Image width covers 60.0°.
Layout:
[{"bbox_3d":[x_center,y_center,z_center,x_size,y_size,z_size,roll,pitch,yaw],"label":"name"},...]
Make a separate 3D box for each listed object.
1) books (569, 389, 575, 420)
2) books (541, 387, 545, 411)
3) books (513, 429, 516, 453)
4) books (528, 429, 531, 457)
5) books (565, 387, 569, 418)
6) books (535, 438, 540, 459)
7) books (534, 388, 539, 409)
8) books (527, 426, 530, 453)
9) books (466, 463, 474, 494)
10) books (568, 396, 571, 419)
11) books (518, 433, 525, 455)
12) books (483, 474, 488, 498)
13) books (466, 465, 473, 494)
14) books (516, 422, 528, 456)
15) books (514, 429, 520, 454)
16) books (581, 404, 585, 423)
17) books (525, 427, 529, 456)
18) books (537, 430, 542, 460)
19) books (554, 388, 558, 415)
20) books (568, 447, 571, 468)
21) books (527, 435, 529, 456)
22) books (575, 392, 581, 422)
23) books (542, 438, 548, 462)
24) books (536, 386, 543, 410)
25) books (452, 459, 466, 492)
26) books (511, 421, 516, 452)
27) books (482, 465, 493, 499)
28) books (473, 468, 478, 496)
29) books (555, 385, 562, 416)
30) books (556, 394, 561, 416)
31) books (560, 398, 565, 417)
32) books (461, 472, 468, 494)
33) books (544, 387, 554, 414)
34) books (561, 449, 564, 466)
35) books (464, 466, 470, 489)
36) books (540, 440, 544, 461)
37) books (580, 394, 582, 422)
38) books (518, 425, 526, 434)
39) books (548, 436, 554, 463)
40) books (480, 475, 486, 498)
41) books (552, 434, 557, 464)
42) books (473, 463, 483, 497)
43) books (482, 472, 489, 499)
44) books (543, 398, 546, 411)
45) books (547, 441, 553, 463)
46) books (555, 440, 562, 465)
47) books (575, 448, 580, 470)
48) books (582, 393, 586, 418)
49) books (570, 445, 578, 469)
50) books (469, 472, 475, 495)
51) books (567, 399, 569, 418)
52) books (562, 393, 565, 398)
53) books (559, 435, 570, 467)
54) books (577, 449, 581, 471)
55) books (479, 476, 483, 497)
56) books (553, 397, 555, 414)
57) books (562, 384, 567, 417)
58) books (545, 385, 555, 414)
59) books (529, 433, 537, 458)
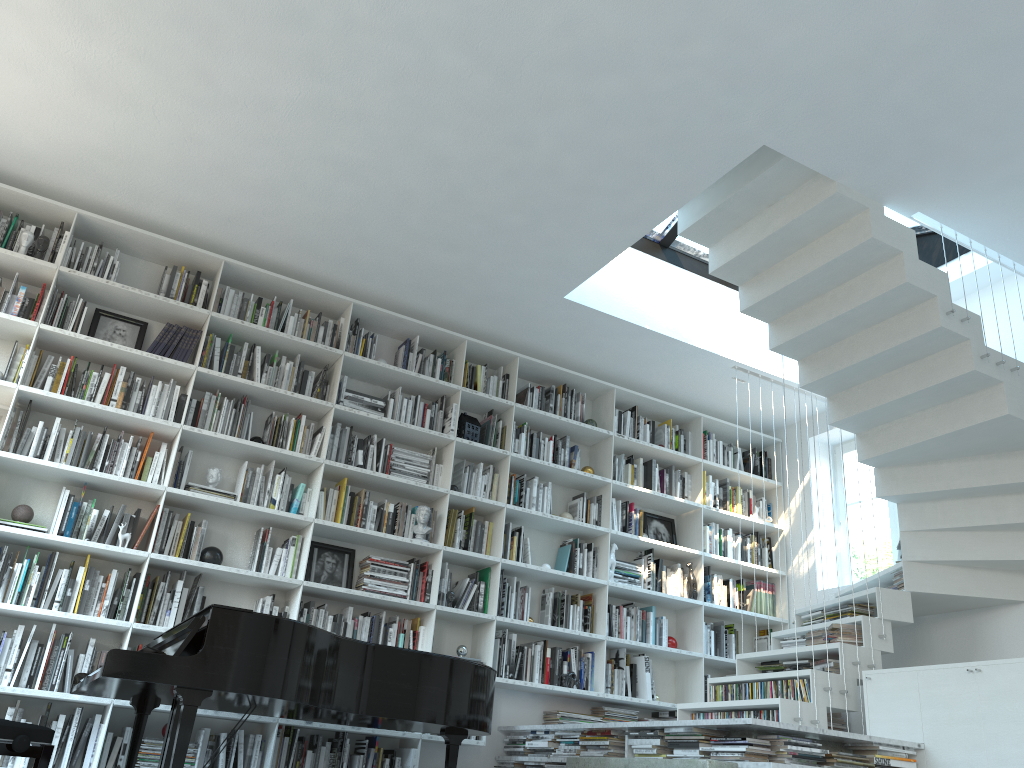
[{"bbox_3d":[0.409,0.204,6.633,0.008,0.305,0.183,17,-27,-25],"label":"books"},{"bbox_3d":[0.185,0.164,6.527,0.021,0.255,0.169,17,-27,-25],"label":"books"},{"bbox_3d":[-0.019,0.452,6.295,0.012,0.238,0.139,17,-27,-25],"label":"books"},{"bbox_3d":[0.092,0.472,6.363,0.013,0.275,0.133,17,-27,-25],"label":"books"},{"bbox_3d":[0.362,0.187,6.594,0.015,0.298,0.184,17,-27,-25],"label":"books"},{"bbox_3d":[0.144,0.512,6.377,0.028,0.222,0.142,17,-27,-25],"label":"books"},{"bbox_3d":[0.136,0.162,6.497,0.028,0.225,0.164,17,-27,-25],"label":"books"},{"bbox_3d":[0.082,0.457,6.355,0.021,0.294,0.139,17,-27,-25],"label":"books"},{"bbox_3d":[-0.313,0.684,6.022,0.019,0.274,0.146,17,-27,-25],"label":"books"},{"bbox_3d":[0.388,0.228,6.622,0.024,0.251,0.150,17,-27,-25],"label":"books"},{"bbox_3d":[0.031,0.470,6.288,0.026,0.207,0.181,17,-27,-25],"label":"books"},{"bbox_3d":[-0.223,0.736,6.040,0.029,0.210,0.158,17,-27,-25],"label":"books"},{"bbox_3d":[-0.327,0.691,6.010,0.028,0.249,0.165,17,-27,-25],"label":"books"},{"bbox_3d":[0.057,0.437,6.330,0.014,0.305,0.153,17,-27,-25],"label":"books"},{"bbox_3d":[0.001,0.453,6.299,0.026,0.242,0.148,17,-27,-25],"label":"books"},{"bbox_3d":[0.488,0.274,6.652,0.014,0.208,0.188,17,-27,-25],"label":"books"},{"bbox_3d":[0.066,0.458,6.326,0.010,0.267,0.166,17,-27,-25],"label":"books"},{"bbox_3d":[0.165,0.489,6.395,0.013,0.283,0.155,17,-27,-25],"label":"books"},{"bbox_3d":[0.286,0.185,6.588,0.007,0.283,0.160,17,-27,-25],"label":"books"},{"bbox_3d":[0.369,0.580,6.467,0.030,0.212,0.157,17,-27,-25],"label":"books"},{"bbox_3d":[0.070,0.478,6.332,0.012,0.234,0.166,17,-27,-25],"label":"books"},{"bbox_3d":[0.457,0.224,6.655,0.013,0.295,0.189,17,-27,-25],"label":"books"},{"bbox_3d":[0.207,0.518,6.392,0.023,0.235,0.149,17,-27,-25],"label":"books"},{"bbox_3d":[0.163,0.156,6.515,0.030,0.254,0.161,17,-27,-25],"label":"books"},{"bbox_3d":[-0.371,0.664,6.002,0.019,0.284,0.160,17,-27,-25],"label":"books"},{"bbox_3d":[-0.030,0.420,6.283,0.012,0.283,0.160,17,-27,-25],"label":"books"},{"bbox_3d":[-0.193,0.711,6.079,0.028,0.292,0.155,17,-27,-25],"label":"books"},{"bbox_3d":[-0.289,0.707,6.020,0.023,0.235,0.179,17,-27,-25],"label":"books"},{"bbox_3d":[0.315,0.175,6.593,0.006,0.311,0.179,17,-27,-25],"label":"books"},{"bbox_3d":[0.304,0.207,6.567,0.018,0.230,0.160,17,-27,-25],"label":"books"},{"bbox_3d":[0.329,0.223,6.563,0.018,0.200,0.189,17,-27,-25],"label":"books"},{"bbox_3d":[-0.353,0.705,5.969,0.028,0.184,0.182,17,-27,-25],"label":"books"},{"bbox_3d":[0.244,0.170,6.532,0.028,0.257,0.185,17,-27,-25],"label":"books"},{"bbox_3d":[0.318,0.578,6.435,0.027,0.181,0.176,17,-27,-25],"label":"books"},{"bbox_3d":[-0.344,0.691,6.005,0.024,0.241,0.160,17,-27,-25],"label":"books"},{"bbox_3d":[0.180,0.525,6.387,0.025,0.215,0.144,17,-27,-25],"label":"books"},{"bbox_3d":[0.468,0.233,6.650,0.008,0.277,0.181,17,-27,-25],"label":"books"},{"bbox_3d":[0.042,0.446,6.324,0.011,0.282,0.173,17,-27,-25],"label":"books"},{"bbox_3d":[0.251,0.519,6.419,0.012,0.263,0.157,17,-27,-25],"label":"books"},{"bbox_3d":[-0.242,0.736,6.027,0.027,0.195,0.185,17,-27,-25],"label":"books"},{"bbox_3d":[0.272,0.522,6.446,0.012,0.283,0.160,17,-27,-25],"label":"books"},{"bbox_3d":[-0.262,0.686,6.017,0.028,0.274,0.187,17,-27,-25],"label":"books"},{"bbox_3d":[-0.209,0.732,6.058,0.024,0.233,0.150,17,-27,-25],"label":"books"},{"bbox_3d":[0.196,0.206,6.539,0.031,0.189,0.133,17,-27,-25],"label":"books"},{"bbox_3d":[0.232,0.531,6.383,0.021,0.208,0.181,17,-27,-25],"label":"books"},{"bbox_3d":[0.298,0.543,6.431,0.030,0.237,0.186,17,-27,-25],"label":"books"},{"bbox_3d":[0.426,0.595,6.492,0.048,0.215,0.183,17,-27,-25],"label":"books"},{"bbox_3d":[0.500,0.233,6.677,0.006,0.305,0.164,17,-27,-25],"label":"books"},{"bbox_3d":[0.412,0.577,6.479,0.054,0.234,0.172,17,-27,-25],"label":"books"},{"bbox_3d":[-0.306,0.717,6.012,0.023,0.206,0.171,17,-27,-25],"label":"books"},{"bbox_3d":[0.375,0.213,6.621,0.008,0.273,0.163,17,-27,-25],"label":"books"},{"bbox_3d":[0.335,0.209,6.590,0.008,0.250,0.170,17,-27,-25],"label":"books"},{"bbox_3d":[0.353,0.534,6.457,0.029,0.284,0.184,17,-27,-25],"label":"books"},{"bbox_3d":[0.450,0.605,6.525,0.026,0.228,0.141,17,-27,-25],"label":"books"},{"bbox_3d":[-0.257,0.731,6.017,0.024,0.194,0.173,17,-27,-25],"label":"books"},{"bbox_3d":[0.269,0.178,6.587,0.017,0.294,0.139,17,-27,-25],"label":"books"},{"bbox_3d":[0.345,0.175,6.609,0.007,0.328,0.184,17,-27,-25],"label":"books"},{"bbox_3d":[0.257,0.169,6.569,0.024,0.291,0.168,17,-27,-25],"label":"books"},{"bbox_3d":[0.119,0.486,6.345,0.027,0.240,0.160,17,-27,-25],"label":"books"}]
